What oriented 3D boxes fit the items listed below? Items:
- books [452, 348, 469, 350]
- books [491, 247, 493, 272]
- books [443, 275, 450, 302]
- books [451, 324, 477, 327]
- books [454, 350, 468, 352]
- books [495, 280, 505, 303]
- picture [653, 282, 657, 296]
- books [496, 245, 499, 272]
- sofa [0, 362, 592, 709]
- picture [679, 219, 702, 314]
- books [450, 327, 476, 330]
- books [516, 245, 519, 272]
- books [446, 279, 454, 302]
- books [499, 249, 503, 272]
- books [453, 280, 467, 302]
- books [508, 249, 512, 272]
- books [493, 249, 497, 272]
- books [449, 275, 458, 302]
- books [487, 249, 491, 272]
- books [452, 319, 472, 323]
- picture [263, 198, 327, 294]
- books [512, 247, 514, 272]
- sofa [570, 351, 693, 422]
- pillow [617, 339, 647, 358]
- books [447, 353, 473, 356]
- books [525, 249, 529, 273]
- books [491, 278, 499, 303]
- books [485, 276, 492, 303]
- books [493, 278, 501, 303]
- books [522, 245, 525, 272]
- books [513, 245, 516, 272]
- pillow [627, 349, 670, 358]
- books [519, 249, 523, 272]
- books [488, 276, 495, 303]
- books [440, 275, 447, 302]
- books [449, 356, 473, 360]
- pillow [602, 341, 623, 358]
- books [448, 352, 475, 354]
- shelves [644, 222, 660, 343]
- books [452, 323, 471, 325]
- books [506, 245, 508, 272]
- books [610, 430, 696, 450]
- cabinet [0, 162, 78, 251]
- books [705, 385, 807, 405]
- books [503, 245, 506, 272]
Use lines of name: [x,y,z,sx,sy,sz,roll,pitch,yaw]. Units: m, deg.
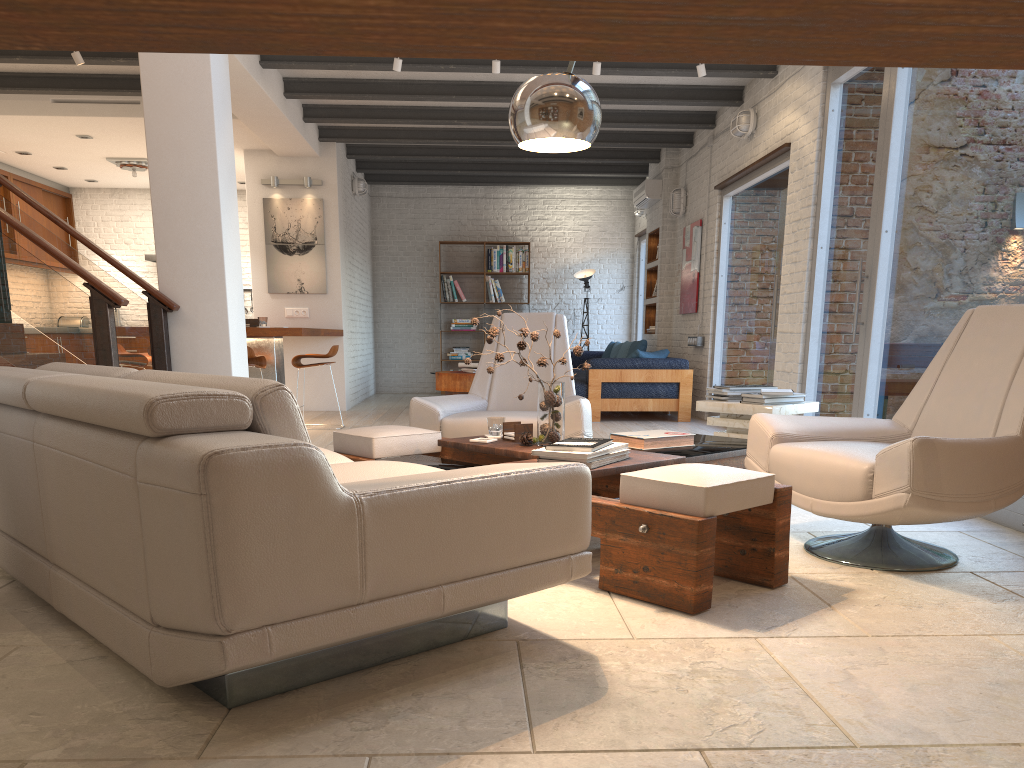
books: [-0.773,-0.524,13.118,0.236,0.019,0.166,0,3,-10]
books: [-0.294,-1.818,12.830,0.021,0.370,0.263,0,10,-3]
books: [-0.970,-1.402,12.894,0.091,0.396,0.236,0,10,-3]
books: [-0.722,-0.867,13.002,0.379,0.037,0.238,0,3,-9]
books: [-0.767,-0.497,13.117,0.206,0.035,0.129,0,4,-3]
books: [-0.185,-1.370,12.924,0.158,0.339,0.246,0,10,-3]
picture: [1.864,-1.231,11.059,0.102,0.252,0.187,-2,10,-12]
books: [-0.208,-1.830,12.817,0.036,0.395,0.236,0,10,-3]
sofa: [-0.953,0.328,2.896,1.129,0.779,2.295,-6,7,-43]
picture: [1.975,-1.273,9.665,0.019,0.989,0.720,0,10,-3]
books: [-0.734,-0.831,13.017,0.379,0.037,0.238,0,3,-7]
books: [0.074,-1.830,12.835,0.036,0.395,0.236,0,10,-3]
books: [-0.919,-1.377,12.920,0.102,0.344,0.246,0,10,-3]
books: [-0.162,-1.803,12.840,0.055,0.340,0.246,0,10,-3]
books: [-0.771,-1.369,12.921,0.195,0.328,0.246,0,9,-3]
books: [-0.030,-1.801,12.822,0.055,0.340,0.246,0,10,-3]
books: [-0.254,-1.802,12.818,0.055,0.340,0.246,0,10,-3]
books: [-0.862,-1.399,12.887,0.121,0.393,0.236,0,10,-3]
books: [-0.333,-1.803,12.832,0.055,0.340,0.246,0,10,-3]
books: [-0.717,-0.936,13.004,0.326,0.057,0.248,0,4,0]
picture: [-2.411,-1.530,9.700,0.655,1.048,0.019,0,13,-3]
books: [0.008,-1.816,12.835,0.021,0.370,0.263,0,10,-3]
sofa: [0.714,-0.049,10.789,2.079,0.679,3.845,0,3,-3]
pillow: [1.430,-0.328,10.554,0.254,0.428,1.179,0,4,-3]
books: [-0.781,-0.443,13.116,0.379,0.037,0.238,0,3,-3]
books: [0.216,-1.802,12.864,0.055,0.340,0.246,0,10,-3]
books: [-0.255,-1.380,12.923,0.125,0.359,0.263,0,10,-3]
books: [-0.346,-1.398,12.928,0.101,0.395,0.236,0,10,-3]
books: [-0.234,-1.380,12.933,0.125,0.359,0.263,0,10,-3]
books: [0.168,-1.829,12.839,0.036,0.395,0.236,0,10,-3]
books: [0.037,-1.830,12.846,0.036,0.395,0.236,0,10,-3]
pillow: [1.386,-0.205,9.255,0.557,0.338,0.371,-5,9,-42]
books: [0.121,-1.801,12.838,0.055,0.340,0.246,0,10,-3]
books: [-0.308,-1.396,12.908,0.103,0.395,0.236,0,10,-3]
books: [-1.006,-1.401,12.884,0.091,0.396,0.236,0,10,-3]
books: [-0.760,-0.396,13.120,0.326,0.057,0.248,1,4,7]
pillow: [1.381,-0.377,11.873,0.243,0.409,1.077,0,4,-4]
books: [-0.765,-0.470,13.101,0.379,0.019,0.238,0,3,-10]
shelves: [1.856,-1.250,11.004,0.192,1.471,0.742,0,11,-3]
books: [-0.725,-0.897,13.015,0.355,0.021,0.265,0,3,-4]
books: [-0.077,-1.830,12.828,0.036,0.395,0.236,0,10,-3]
books: [0.680,0.268,4.230,0.324,0.058,0.250,-2,4,-32]
cabinet: [-6.202,-2.022,10.475,0.462,1.193,3.253,0,4,-3]
books: [1.408,0.062,4.922,0.388,0.082,0.555,-1,4,-19]
books: [-0.113,-1.830,12.816,0.036,0.395,0.236,0,10,-3]
